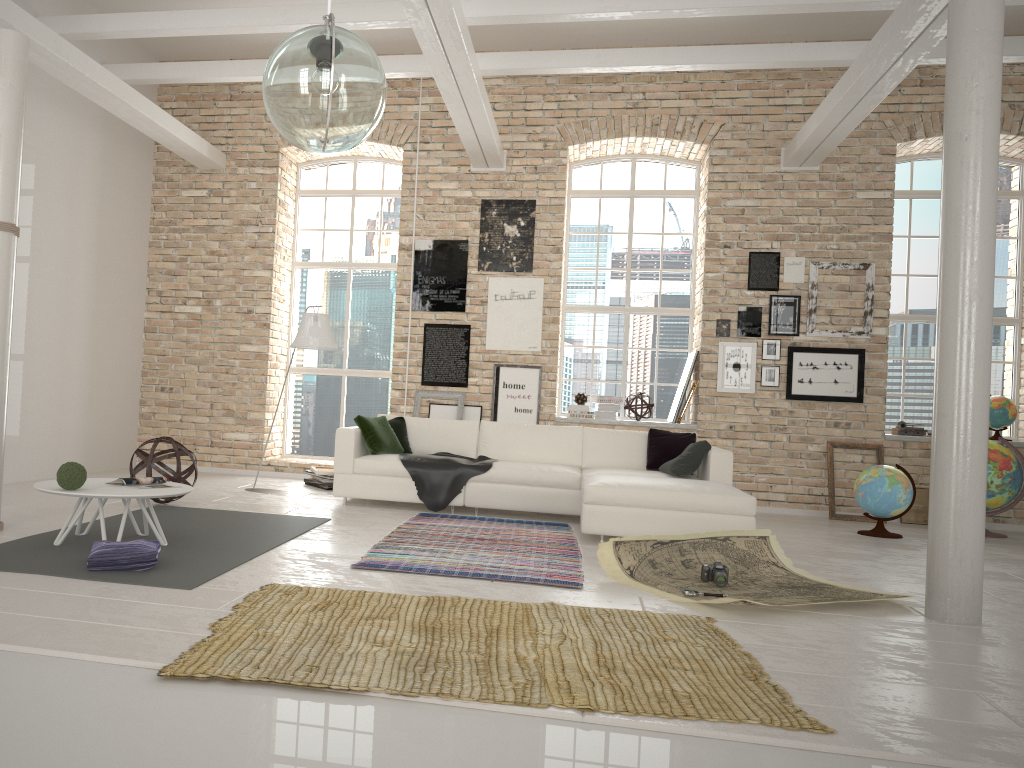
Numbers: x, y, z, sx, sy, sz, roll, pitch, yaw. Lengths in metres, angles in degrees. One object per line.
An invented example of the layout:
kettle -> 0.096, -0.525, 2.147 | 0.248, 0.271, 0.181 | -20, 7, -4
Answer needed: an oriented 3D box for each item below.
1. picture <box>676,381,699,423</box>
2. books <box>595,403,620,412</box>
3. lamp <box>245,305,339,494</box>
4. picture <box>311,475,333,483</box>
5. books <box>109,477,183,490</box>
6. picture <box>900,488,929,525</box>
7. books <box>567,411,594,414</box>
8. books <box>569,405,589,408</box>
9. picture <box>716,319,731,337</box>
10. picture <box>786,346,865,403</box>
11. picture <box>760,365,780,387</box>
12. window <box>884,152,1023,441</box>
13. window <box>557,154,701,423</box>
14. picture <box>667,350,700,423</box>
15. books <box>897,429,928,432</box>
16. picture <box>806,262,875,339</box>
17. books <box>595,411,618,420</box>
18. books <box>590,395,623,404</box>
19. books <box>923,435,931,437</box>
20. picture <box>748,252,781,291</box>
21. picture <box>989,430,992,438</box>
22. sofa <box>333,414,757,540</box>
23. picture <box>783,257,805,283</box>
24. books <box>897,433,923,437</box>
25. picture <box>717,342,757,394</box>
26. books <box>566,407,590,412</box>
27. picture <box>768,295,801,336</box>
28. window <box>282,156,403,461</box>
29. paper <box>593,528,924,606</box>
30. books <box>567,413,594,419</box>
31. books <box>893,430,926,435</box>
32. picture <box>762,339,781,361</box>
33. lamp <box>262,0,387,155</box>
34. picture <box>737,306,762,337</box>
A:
picture -> 1.825, 0.194, 9.280 | 0.176, 0.460, 0.355 | 3, -1, 5
books -> 1.038, 0.257, 9.733 | 0.241, 0.088, 0.314 | 3, -1, 2
lamp -> -2.068, 0.153, 8.410 | 1.072, 1.775, 0.420 | 2, -2, 42
picture -> -1.666, 0.991, 9.354 | 0.750, 0.048, 0.614 | 3, -1, -21
books -> -2.237, 0.593, 5.417 | 0.398, 0.048, 0.285 | 2, -2, 38
picture -> 3.910, 1.182, 8.645 | 0.275, 0.351, 0.093 | 3, -1, 11
books -> 0.731, 0.304, 9.495 | 0.276, 0.024, 0.215 | 3, -1, 6
books -> 0.710, 0.237, 9.514 | 0.184, 0.030, 0.176 | 3, -1, -3
picture -> 2.153, -0.570, 9.088 | 0.139, 0.178, 0.008 | 2, -1, 16
picture -> 3.114, -0.094, 8.868 | 0.733, 0.535, 0.030 | 3, -1, 12
picture -> 2.602, -0.078, 8.981 | 0.181, 0.213, 0.011 | 3, -1, 12
window -> 4.092, -1.087, 3.794 | 1.459, 2.988, 11.192 | 3, -1, 4
window -> 0.885, -1.237, 4.462 | 1.459, 2.988, 11.192 | 3, -1, 4
picture -> 1.813, 0.039, 9.443 | 0.250, 0.763, 0.575 | 3, -1, 6
books -> 3.985, 0.461, 8.941 | 0.262, 0.026, 0.200 | 3, -1, 4
picture -> 3.264, -0.835, 8.859 | 0.620, 0.749, 0.024 | 3, -1, 12
books -> 1.033, 0.339, 9.730 | 0.246, 0.088, 0.307 | 3, -1, 12
books -> 1.032, 0.171, 9.730 | 0.298, 0.085, 0.234 | 3, -1, -10
books -> 4.167, 0.517, 8.706 | 0.234, 0.022, 0.172 | 3, -1, 9
picture -> 2.549, -1.140, 9.020 | 0.304, 0.394, 0.018 | 3, -1, 12
picture -> 4.714, 0.428, 9.177 | 0.403, 0.292, 0.066 | 3, -1, 12
sofa -> 0.099, 0.751, 7.383 | 3.367, 0.841, 2.117 | 3, -1, 10
picture -> 2.838, -1.146, 8.965 | 0.199, 0.259, 0.012 | 3, -1, 12
books -> 3.972, 0.512, 8.937 | 0.262, 0.025, 0.197 | 3, -1, 10
picture -> 2.281, -0.168, 9.045 | 0.376, 0.514, 0.013 | 3, -1, 12
books -> 0.701, 0.272, 9.515 | 0.202, 0.040, 0.196 | 3, -1, -6
picture -> 2.740, -0.689, 8.963 | 0.300, 0.409, 0.010 | 3, -1, 12
window -> -2.371, -1.056, 5.130 | 1.459, 3.654, 11.192 | 3, -1, 4
paper -> 1.351, 1.000, 4.881 | 1.391, 0.265, 1.117 | 4, -1, -26
books -> 0.727, 0.339, 9.495 | 0.282, 0.048, 0.215 | 3, -1, 6
books -> 3.974, 0.486, 8.941 | 0.261, 0.029, 0.199 | 3, -1, 8
picture -> 2.615, -0.346, 8.986 | 0.181, 0.213, 0.011 | 3, -1, 12
lamp -> -0.729, -1.706, 3.606 | 0.528, 1.598, 0.476 | 2, -1, 23
picture -> 2.408, -0.630, 9.036 | 0.236, 0.306, 0.014 | 3, -1, 12
